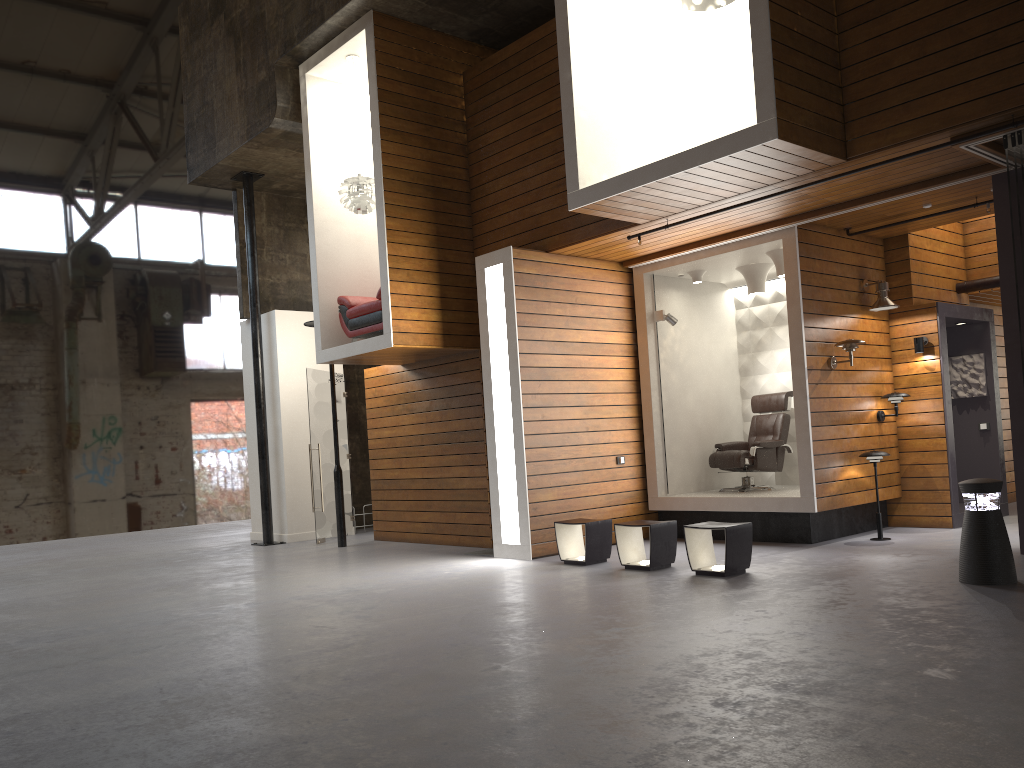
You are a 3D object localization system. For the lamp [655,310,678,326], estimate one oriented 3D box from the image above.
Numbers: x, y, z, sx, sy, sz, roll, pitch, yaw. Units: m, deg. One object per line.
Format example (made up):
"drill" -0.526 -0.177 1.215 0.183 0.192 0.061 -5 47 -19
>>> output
"lamp" 1.687 -0.722 9.694 0.249 0.188 0.129 -5 -2 18

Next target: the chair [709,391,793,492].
"chair" 2.679 0.646 9.899 0.824 1.070 0.757 -3 -3 -26

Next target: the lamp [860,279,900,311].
"lamp" 3.722 -0.919 8.954 0.294 0.331 0.347 -2 -3 -39

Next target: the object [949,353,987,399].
"object" 5.155 -0.086 10.032 0.048 0.477 0.381 -3 -3 -41

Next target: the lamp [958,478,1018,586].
"lamp" 3.192 0.985 5.989 0.348 0.695 0.349 -2 -2 -35

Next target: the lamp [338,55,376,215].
"lamp" -1.740 -2.808 9.949 0.512 1.772 0.488 -4 -2 13

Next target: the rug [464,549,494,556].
"rug" 0.240 1.794 9.820 1.576 0.014 0.542 0 -5 -41

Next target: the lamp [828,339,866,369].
"lamp" 3.201 -0.293 8.447 0.288 0.270 0.352 -1 -4 -41

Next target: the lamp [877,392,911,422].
"lamp" 3.897 0.228 9.027 0.288 0.296 0.327 -1 -4 -41

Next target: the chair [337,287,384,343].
"chair" -1.309 -0.932 10.112 0.952 0.936 1.203 -1 -4 -41

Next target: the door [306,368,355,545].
"door" -2.476 0.973 12.145 0.146 2.301 1.287 -4 -2 12

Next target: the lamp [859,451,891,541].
"lamp" 3.508 1.064 8.505 0.288 0.861 0.287 -5 -2 35

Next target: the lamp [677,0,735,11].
"lamp" 1.567 -3.635 7.169 0.529 0.985 0.531 -3 -2 -28

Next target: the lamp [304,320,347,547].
"lamp" -2.218 0.651 11.151 0.630 2.944 0.630 -4 -1 0
